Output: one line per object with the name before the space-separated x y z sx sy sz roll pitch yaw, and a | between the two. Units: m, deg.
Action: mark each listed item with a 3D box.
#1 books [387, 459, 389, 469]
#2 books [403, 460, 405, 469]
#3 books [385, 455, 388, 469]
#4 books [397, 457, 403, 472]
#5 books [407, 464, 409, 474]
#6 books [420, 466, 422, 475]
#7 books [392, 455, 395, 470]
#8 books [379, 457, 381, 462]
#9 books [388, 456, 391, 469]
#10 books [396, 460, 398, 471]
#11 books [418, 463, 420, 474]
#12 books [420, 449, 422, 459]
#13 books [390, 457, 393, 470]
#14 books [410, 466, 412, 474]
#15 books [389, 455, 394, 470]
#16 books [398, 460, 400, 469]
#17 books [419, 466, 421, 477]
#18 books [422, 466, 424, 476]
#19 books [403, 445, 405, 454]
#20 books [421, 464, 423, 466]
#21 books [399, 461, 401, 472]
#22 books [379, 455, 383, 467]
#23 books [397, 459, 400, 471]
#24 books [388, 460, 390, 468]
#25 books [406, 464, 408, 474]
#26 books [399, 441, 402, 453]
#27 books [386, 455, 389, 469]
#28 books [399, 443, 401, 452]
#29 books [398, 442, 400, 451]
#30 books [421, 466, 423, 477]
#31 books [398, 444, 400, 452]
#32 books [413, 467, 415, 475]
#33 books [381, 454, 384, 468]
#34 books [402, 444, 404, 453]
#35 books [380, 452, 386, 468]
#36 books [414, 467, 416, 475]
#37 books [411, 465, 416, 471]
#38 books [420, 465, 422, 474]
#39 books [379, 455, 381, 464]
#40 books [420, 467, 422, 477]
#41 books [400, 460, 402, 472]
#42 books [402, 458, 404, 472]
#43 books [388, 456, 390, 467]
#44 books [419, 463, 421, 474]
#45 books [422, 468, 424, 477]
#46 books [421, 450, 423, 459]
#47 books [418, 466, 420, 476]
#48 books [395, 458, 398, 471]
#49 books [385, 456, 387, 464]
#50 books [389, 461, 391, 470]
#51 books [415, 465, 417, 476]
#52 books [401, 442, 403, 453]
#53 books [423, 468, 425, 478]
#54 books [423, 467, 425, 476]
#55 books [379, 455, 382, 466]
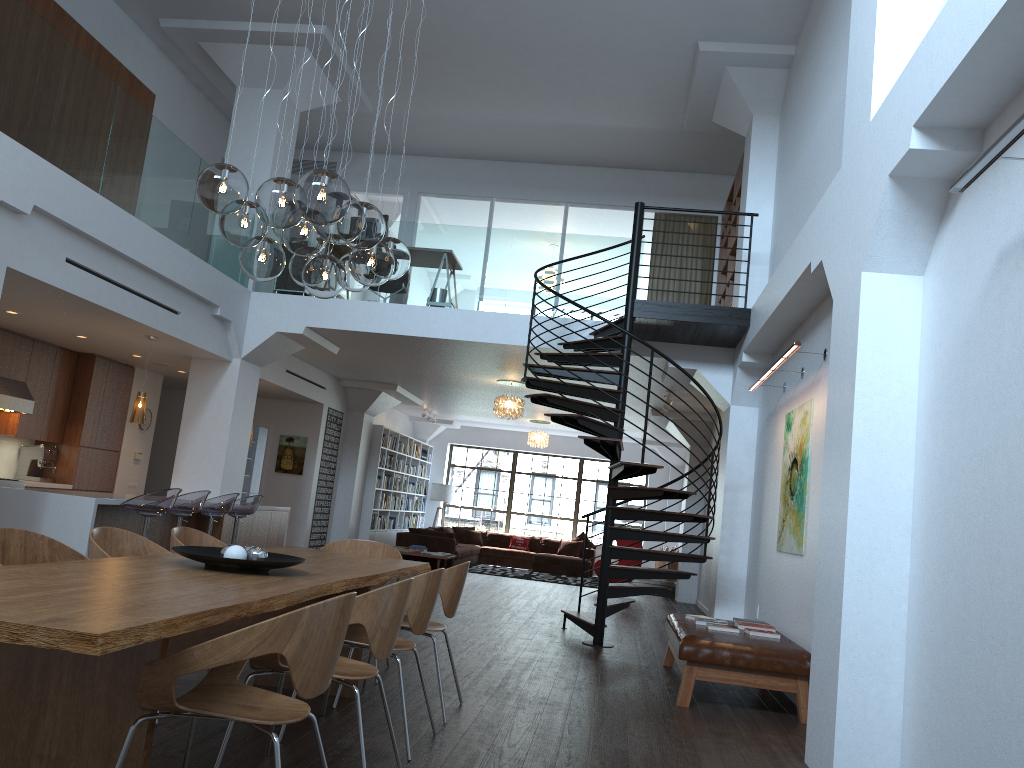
books | -2.419 1.477 16.755 0.160 0.251 0.039 5 -8 7
books | -2.266 1.662 17.925 0.159 0.250 0.026 5 -8 7
books | -2.430 1.457 16.630 0.183 0.253 0.042 5 -8 7
books | -2.289 1.621 17.797 0.176 0.290 0.053 5 -8 7
books | -2.219 1.754 18.351 0.146 0.202 0.027 5 -8 7
books | -2.088 1.913 19.507 0.171 0.246 0.057 5 -8 7
books | -2.365 1.518 17.141 0.176 0.291 0.053 5 -8 7
books | -2.484 1.406 16.062 0.161 0.182 0.170 5 -8 7
books | -2.407 1.493 16.866 0.183 0.253 0.042 5 -8 7
books | -2.332 1.581 17.374 0.174 0.239 0.045 5 -8 7
books | -2.122 1.857 19.283 0.198 0.284 0.066 5 -8 7
books | -2.067 1.530 19.386 0.161 0.223 0.032 5 -8 7
books | -2.385 1.518 16.974 0.174 0.240 0.054 5 -8 7
books | -2.189 1.804 18.637 0.139 0.191 0.036 5 -8 7
books | -2.388 1.512 17.091 0.198 0.284 0.049 5 -8 7
books | -2.323 1.611 17.543 0.167 0.230 0.037 5 -8 7
books | -2.097 1.897 19.431 0.183 0.253 0.034 5 -8 7
books | -2.067 1.937 19.704 0.180 0.259 0.060 5 -8 7
books | -2.242 1.320 17.892 0.128 0.178 0.021 5 -8 7
books | -2.073 1.914 19.659 0.176 0.290 0.036 5 -8 7
books | -2.304 1.623 17.668 0.170 0.245 0.057 5 -8 7
books | -2.464 1.401 16.202 0.172 0.235 0.112 5 -8 7
books | -2.321 1.590 17.474 0.182 0.253 0.034 5 -8 7
books | -2.411 1.502 16.827 0.161 0.223 0.033 5 -8 7
books | -2.229 1.750 18.293 0.139 0.191 0.036 5 -8 7
books | -2.272 1.254 17.646 0.140 0.231 0.042 5 -8 7
books | -2.426 1.466 16.716 0.180 0.259 0.042 5 -8 7
books | -2.279 1.256 17.560 0.146 0.202 0.027 5 -8 7
books | -2.296 1.239 17.453 0.146 0.202 0.027 5 -8 7
books | -2.069 1.927 19.621 0.183 0.253 0.034 5 -8 7
books | -2.284 1.244 17.479 0.146 0.202 0.027 5 -8 7
books | -2.155 1.857 18.936 0.128 0.178 0.022 5 -8 7
books | -2.458 1.410 16.285 0.174 0.242 0.105 5 -8 7
books | -2.256 1.295 17.778 0.139 0.191 0.036 5 -8 7
books | -2.438 1.399 16.363 0.176 0.290 0.053 5 -8 7
books | -2.146 1.865 19.031 0.139 0.191 0.036 5 -8 7
books | -2.143 1.851 19.074 0.140 0.231 0.042 5 -8 7
books | -2.090 1.902 19.463 0.183 0.253 0.034 5 -8 7
books | -2.478 1.399 16.141 0.161 0.218 0.101 5 -8 7
books | -2.083 1.930 19.546 0.161 0.223 0.027 5 -8 7
books | -2.295 1.634 17.717 0.174 0.239 0.045 5 -8 7
books | -2.287 1.633 17.857 0.197 0.283 0.065 5 -8 7
books | -2.413 1.485 16.792 0.171 0.246 0.039 5 -8 7
books | -2.101 1.872 19.391 0.176 0.290 0.053 5 -8 7
books | -2.059 1.948 19.744 0.160 0.250 0.026 5 -8 7
books | -2.057 1.545 19.484 0.161 0.223 0.033 5 -8 7
books | -2.104 1.882 19.324 0.160 0.250 0.026 5 -8 7
books | -2.335 1.563 17.303 0.182 0.253 0.034 5 -8 7
books | -2.443 1.452 16.541 0.174 0.236 0.142 5 -8 8
books | -2.391 1.515 16.898 0.161 0.223 0.032 5 -8 7
books | -2.142 1.861 19.121 0.158 0.226 0.052 5 -8 7
books | -2.272 1.263 17.694 0.158 0.226 0.052 5 -8 7
books | -2.045 1.981 19.870 0.161 0.223 0.026 5 -8 7
books | -2.058 1.967 19.838 0.174 0.240 0.045 5 -8 7
books | -2.470 1.398 16.171 0.152 0.232 0.104 5 -8 7
